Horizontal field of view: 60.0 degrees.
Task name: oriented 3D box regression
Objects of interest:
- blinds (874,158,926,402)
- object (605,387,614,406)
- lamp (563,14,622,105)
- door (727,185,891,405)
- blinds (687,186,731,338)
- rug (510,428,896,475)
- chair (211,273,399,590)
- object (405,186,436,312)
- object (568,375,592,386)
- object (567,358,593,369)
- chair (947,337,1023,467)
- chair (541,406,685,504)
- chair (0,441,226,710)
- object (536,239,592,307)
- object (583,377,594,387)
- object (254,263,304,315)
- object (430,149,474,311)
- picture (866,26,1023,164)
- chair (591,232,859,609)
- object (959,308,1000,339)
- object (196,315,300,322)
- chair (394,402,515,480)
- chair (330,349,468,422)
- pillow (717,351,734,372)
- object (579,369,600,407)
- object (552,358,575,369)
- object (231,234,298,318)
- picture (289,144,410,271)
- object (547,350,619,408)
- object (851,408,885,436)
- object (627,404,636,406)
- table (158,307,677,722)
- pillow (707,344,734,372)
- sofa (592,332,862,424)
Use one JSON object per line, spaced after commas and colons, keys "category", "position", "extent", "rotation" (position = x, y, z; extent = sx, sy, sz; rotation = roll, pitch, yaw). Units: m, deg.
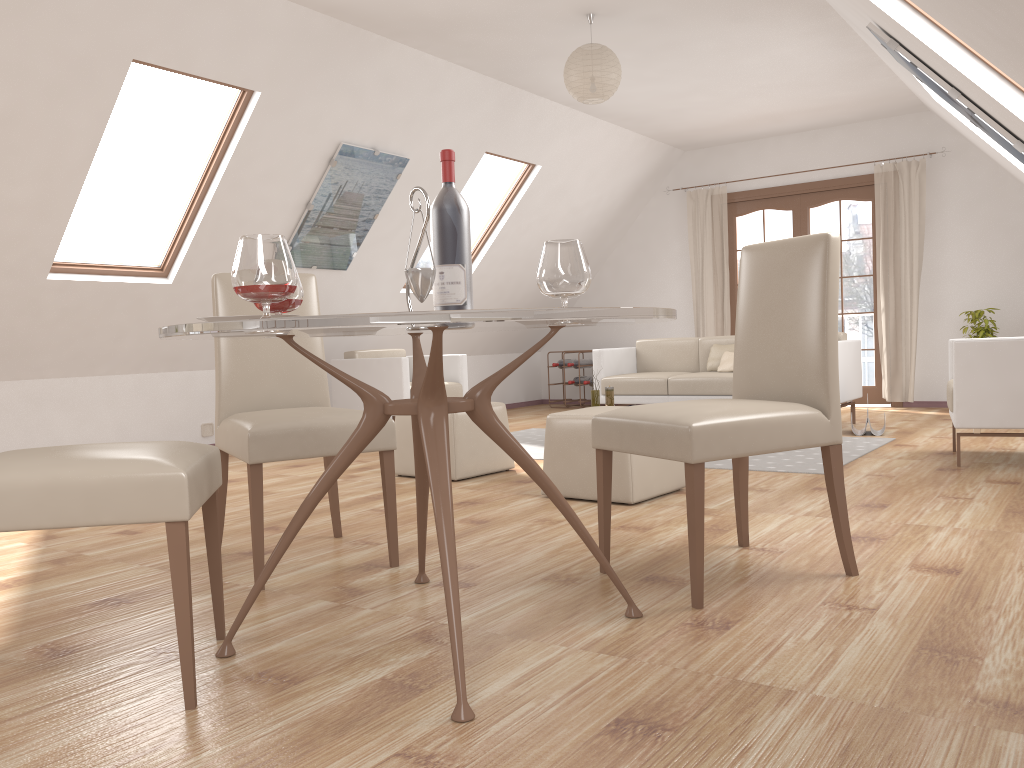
{"category": "blinds", "position": [3.444, -0.899, 7.841], "extent": [0.424, 2.129, 0.123], "rotation": [-1, 3, 30]}
{"category": "object", "position": [0.688, 0.113, 6.242], "extent": [0.075, 0.185, 0.075], "rotation": [-3, 3, -23]}
{"category": "lamp", "position": [0.466, -1.900, 5.174], "extent": [0.340, 0.497, 0.340], "rotation": [-3, 3, -16]}
{"category": "door", "position": [2.773, -0.805, 8.474], "extent": [1.546, 2.001, 0.098], "rotation": [0, 3, 35]}
{"category": "blinds", "position": [1.989, -0.888, 8.900], "extent": [0.423, 2.130, 0.120], "rotation": [-1, 3, 32]}
{"category": "rug", "position": [0.865, 0.406, 5.851], "extent": [2.800, 0.007, 1.600], "rotation": [0, 3, 35]}
{"category": "chair", "position": [-0.733, 0.102, 2.994], "extent": [0.477, 0.999, 0.618], "rotation": [-4, 3, -30]}
{"category": "object", "position": [-0.220, -0.314, 2.140], "extent": [0.086, 0.322, 0.096], "rotation": [-2, 3, -2]}
{"category": "object", "position": [0.724, -0.029, 9.459], "extent": [0.109, 0.109, 0.435], "rotation": [0, 3, 35]}
{"category": "object", "position": [0.717, -0.213, 9.453], "extent": [0.109, 0.109, 0.435], "rotation": [0, 3, 35]}
{"category": "chair", "position": [2.708, 0.043, 4.589], "extent": [0.820, 0.706, 0.748], "rotation": [-1, 3, 25]}
{"category": "chair", "position": [0.468, 0.305, 4.085], "extent": [0.506, 0.394, 0.506], "rotation": [0, 3, 39]}
{"category": "chair", "position": [-0.989, 0.160, 1.928], "extent": [0.618, 0.999, 0.477], "rotation": [-3, 3, -10]}
{"category": "object", "position": [0.127, -0.259, 2.177], "extent": [0.136, 0.183, 0.136], "rotation": [-4, 3, -28]}
{"category": "object", "position": [0.877, -0.026, 9.353], "extent": [0.109, 0.109, 0.435], "rotation": [0, 3, 35]}
{"category": "object", "position": [-0.629, -0.239, 2.381], "extent": [0.136, 0.183, 0.136], "rotation": [-2, 3, 14]}
{"category": "object", "position": [-0.157, -0.380, 2.275], "extent": [0.109, 0.435, 0.109], "rotation": [-1, 3, 31]}
{"category": "picture", "position": [2.039, -1.230, 3.996], "extent": [0.683, 0.738, 0.650], "rotation": [0, 3, 35]}
{"category": "chair", "position": [0.619, 0.067, 2.621], "extent": [0.618, 0.999, 0.477], "rotation": [-4, 3, -28]}
{"category": "object", "position": [3.902, -0.206, 7.386], "extent": [0.311, 0.846, 0.307], "rotation": [-1, 3, 27]}
{"category": "object", "position": [-0.604, -0.143, 2.045], "extent": [0.228, 0.020, 0.228], "rotation": [-3, 3, -10]}
{"category": "chair", "position": [-0.330, 0.297, 4.934], "extent": [0.506, 0.394, 0.506], "rotation": [0, 3, 40]}
{"category": "chair", "position": [-0.886, 0.067, 7.104], "extent": [0.820, 0.706, 0.748], "rotation": [0, 3, 37]}
{"category": "pillow", "position": [1.746, -0.167, 6.773], "extent": [0.363, 0.170, 0.227], "rotation": [0, 3, 40]}
{"category": "object", "position": [0.570, 0.034, 6.181], "extent": [0.184, 0.359, 0.123], "rotation": [-3, 3, -13]}
{"category": "object", "position": [0.563, -0.215, 9.553], "extent": [0.110, 0.110, 0.439], "rotation": [0, 3, 35]}
{"category": "object", "position": [-0.522, -0.220, 1.875], "extent": [0.136, 0.183, 0.136], "rotation": [-2, 3, 14]}
{"category": "picture", "position": [-1.174, -1.208, 6.232], "extent": [0.683, 0.738, 0.650], "rotation": [0, 3, 35]}
{"category": "object", "position": [0.826, -0.056, 9.438], "extent": [0.854, 0.608, 0.417], "rotation": [0, 3, 35]}
{"category": "object", "position": [2.439, 0.204, 6.074], "extent": [0.212, 0.267, 0.315], "rotation": [-1, 3, 22]}
{"category": "object", "position": [1.213, 0.033, 9.107], "extent": [0.115, 0.443, 0.120], "rotation": [-1, 3, 29]}
{"category": "table", "position": [-0.197, 0.232, 2.165], "extent": [1.198, 0.770, 1.198], "rotation": [-4, 3, -34]}
{"category": "pillow", "position": [1.705, -0.218, 6.981], "extent": [0.351, 0.235, 0.185], "rotation": [0, 3, 38]}
{"category": "sofa", "position": [1.646, -0.022, 6.909], "extent": [1.880, 0.706, 0.820], "rotation": [0, 3, 35]}
